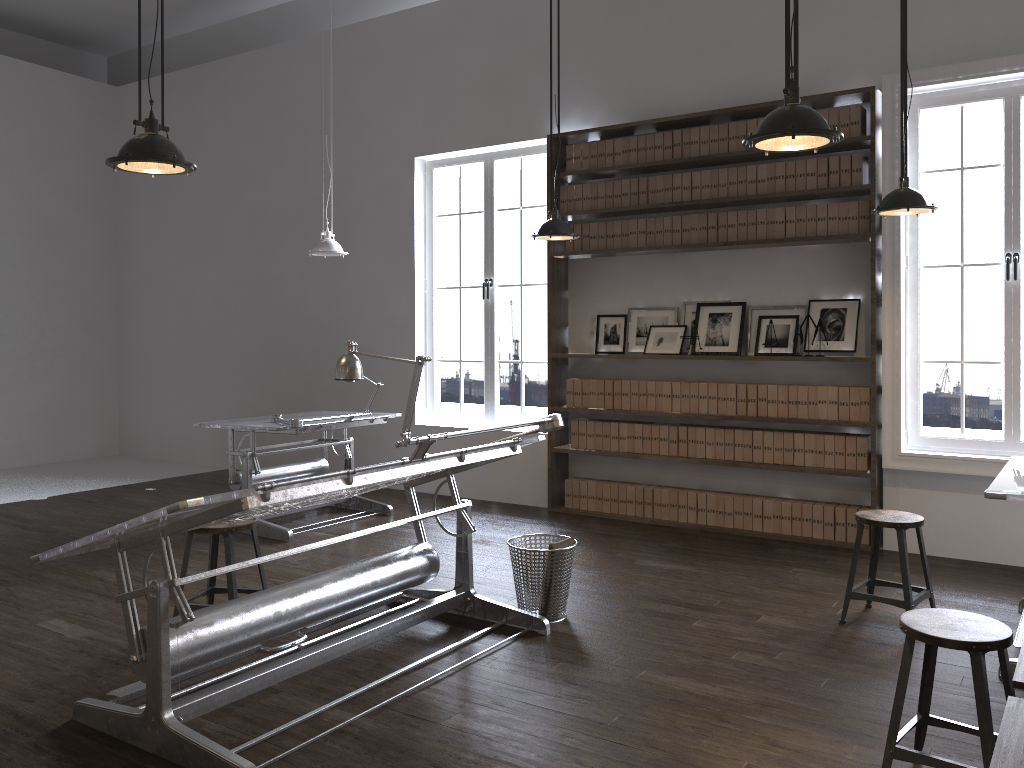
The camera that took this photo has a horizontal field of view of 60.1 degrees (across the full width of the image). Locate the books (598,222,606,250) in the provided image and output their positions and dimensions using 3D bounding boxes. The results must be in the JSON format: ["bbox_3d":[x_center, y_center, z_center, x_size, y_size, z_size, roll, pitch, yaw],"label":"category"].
[{"bbox_3d":[0.747,-1.151,6.951,0.067,0.225,0.174,0,1,34],"label":"books"}]

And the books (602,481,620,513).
[{"bbox_3d":[0.777,0.883,6.933,0.067,0.226,0.174,0,1,34],"label":"books"}]

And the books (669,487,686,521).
[{"bbox_3d":[1.241,0.899,6.622,0.067,0.226,0.174,0,1,34],"label":"books"}]

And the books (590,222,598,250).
[{"bbox_3d":[0.686,-1.152,6.986,0.067,0.225,0.174,0,1,34],"label":"books"}]

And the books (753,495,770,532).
[{"bbox_3d":[1.767,0.916,6.273,0.067,0.226,0.174,0,1,34],"label":"books"}]

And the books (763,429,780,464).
[{"bbox_3d":[1.829,0.437,6.231,0.067,0.225,0.174,0,1,34],"label":"books"}]

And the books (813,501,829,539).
[{"bbox_3d":[2.109,0.928,6.045,0.067,0.225,0.174,0,1,34],"label":"books"}]

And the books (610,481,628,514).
[{"bbox_3d":[0.837,0.884,6.900,0.067,0.225,0.174,0,1,34],"label":"books"}]

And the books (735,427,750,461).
[{"bbox_3d":[1.657,0.431,6.347,0.067,0.225,0.174,0,1,34],"label":"books"}]

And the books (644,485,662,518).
[{"bbox_3d":[1.073,0.893,6.736,0.067,0.226,0.174,0,1,34],"label":"books"}]

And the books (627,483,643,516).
[{"bbox_3d":[0.952,0.889,6.818,0.067,0.225,0.174,0,1,34],"label":"books"}]

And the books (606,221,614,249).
[{"bbox_3d":[0.806,-1.149,6.911,0.067,0.225,0.174,0,1,34],"label":"books"}]

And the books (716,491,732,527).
[{"bbox_3d":[1.539,0.908,6.429,0.067,0.225,0.174,0,1,34],"label":"books"}]

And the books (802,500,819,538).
[{"bbox_3d":[2.052,0.926,6.088,0.067,0.225,0.174,0,1,34],"label":"books"}]

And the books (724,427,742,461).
[{"bbox_3d":[1.595,0.428,6.390,0.067,0.225,0.174,0,1,34],"label":"books"}]

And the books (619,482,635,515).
[{"bbox_3d":[0.896,0.886,6.861,0.067,0.225,0.174,0,1,34],"label":"books"}]

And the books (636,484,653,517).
[{"bbox_3d":[1.014,0.890,6.782,0.067,0.225,0.174,0,1,34],"label":"books"}]

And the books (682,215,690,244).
[{"bbox_3d":[1.321,-1.130,6.559,0.067,0.226,0.174,0,1,34],"label":"books"}]

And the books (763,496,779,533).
[{"bbox_3d":[1.828,0.918,6.234,0.067,0.225,0.174,0,1,34],"label":"books"}]

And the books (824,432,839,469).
[{"bbox_3d":[2.170,0.449,6.000,0.067,0.226,0.174,0,1,34],"label":"books"}]

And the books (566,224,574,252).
[{"bbox_3d":[0.505,-1.159,7.113,0.067,0.225,0.174,0,1,34],"label":"books"}]

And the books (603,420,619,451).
[{"bbox_3d":[0.781,0.401,6.934,0.067,0.225,0.174,0,1,34],"label":"books"}]

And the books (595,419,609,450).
[{"bbox_3d":[0.724,0.399,6.974,0.067,0.225,0.174,0,1,34],"label":"books"}]

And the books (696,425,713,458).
[{"bbox_3d":[1.416,0.423,6.503,0.067,0.225,0.174,0,1,34],"label":"books"}]

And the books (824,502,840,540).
[{"bbox_3d":[2.171,0.930,6.009,0.067,0.225,0.174,0,1,34],"label":"books"}]

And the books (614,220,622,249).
[{"bbox_3d":[0.858,-1.146,6.869,0.067,0.226,0.174,0,1,34],"label":"books"}]

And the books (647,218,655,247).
[{"bbox_3d":[1.088,-1.139,6.722,0.067,0.225,0.174,0,1,34],"label":"books"}]

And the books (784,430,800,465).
[{"bbox_3d":[1.946,0.440,6.155,0.067,0.225,0.174,0,1,34],"label":"books"}]

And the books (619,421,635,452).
[{"bbox_3d":[0.898,0.405,6.853,0.067,0.225,0.174,0,1,34],"label":"books"}]

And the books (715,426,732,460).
[{"bbox_3d":[1.538,0.426,6.430,0.067,0.225,0.174,0,1,34],"label":"books"}]

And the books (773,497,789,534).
[{"bbox_3d":[1.881,0.920,6.200,0.067,0.225,0.174,0,1,34],"label":"books"}]

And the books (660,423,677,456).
[{"bbox_3d":[1.179,0.414,6.664,0.067,0.225,0.174,0,1,34],"label":"books"}]

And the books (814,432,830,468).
[{"bbox_3d":[2.117,0.446,6.040,0.067,0.225,0.174,0,1,34],"label":"books"}]

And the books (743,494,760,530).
[{"bbox_3d":[1.710,0.914,6.315,0.067,0.225,0.174,0,1,34],"label":"books"}]

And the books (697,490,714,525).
[{"bbox_3d":[1.424,0.905,6.502,0.067,0.226,0.174,0,1,34],"label":"books"}]

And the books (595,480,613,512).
[{"bbox_3d":[0.724,0.880,6.974,0.067,0.225,0.174,0,1,34],"label":"books"}]

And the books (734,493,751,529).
[{"bbox_3d":[1.653,0.912,6.355,0.067,0.225,0.174,0,1,34],"label":"books"}]

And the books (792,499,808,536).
[{"bbox_3d":[1.993,0.924,6.127,0.067,0.225,0.174,0,1,34],"label":"books"}]

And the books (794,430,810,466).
[{"bbox_3d":[2.003,0.443,6.113,0.067,0.226,0.174,0,1,34],"label":"books"}]

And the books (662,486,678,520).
[{"bbox_3d":[1.191,0.896,6.661,0.067,0.225,0.174,0,1,34],"label":"books"}]

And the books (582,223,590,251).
[{"bbox_3d":[0.629,-1.155,7.030,0.067,0.225,0.174,0,1,34],"label":"books"}]

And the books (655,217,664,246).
[{"bbox_3d":[1.147,-1.137,6.684,0.067,0.225,0.174,0,1,34],"label":"books"}]

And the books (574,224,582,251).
[{"bbox_3d":[0.564,-1.157,7.067,0.067,0.226,0.174,0,1,34],"label":"books"}]

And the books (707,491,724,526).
[{"bbox_3d":[1.486,0.907,6.463,0.067,0.225,0.174,0,1,34],"label":"books"}]

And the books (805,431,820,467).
[{"bbox_3d":[2.064,0.445,6.074,0.067,0.225,0.174,0,1,34],"label":"books"}]

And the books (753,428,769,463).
[{"bbox_3d":[1.767,0.435,6.268,0.067,0.225,0.174,0,1,34],"label":"books"}]

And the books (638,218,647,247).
[{"bbox_3d":[1.027,-1.141,6.757,0.067,0.226,0.174,0,1,34],"label":"books"}]

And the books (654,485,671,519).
[{"bbox_3d":[1.138,0.895,6.700,0.067,0.225,0.174,0,1,34],"label":"books"}]

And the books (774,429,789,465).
[{"bbox_3d":[1.889,0.438,6.195,0.067,0.225,0.174,0,1,34],"label":"books"}]

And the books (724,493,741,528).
[{"bbox_3d":[1.592,0.911,6.388,0.067,0.226,0.174,0,1,34],"label":"books"}]

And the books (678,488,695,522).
[{"bbox_3d":[1.301,0.901,6.582,0.067,0.225,0.174,0,1,34],"label":"books"}]

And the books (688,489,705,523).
[{"bbox_3d":[1.363,0.903,6.545,0.067,0.225,0.174,0,1,34],"label":"books"}]

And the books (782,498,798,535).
[{"bbox_3d":[1.934,0.922,6.159,0.067,0.226,0.174,0,1,34],"label":"books"}]

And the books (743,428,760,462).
[{"bbox_3d":[1.707,0.433,6.309,0.067,0.226,0.174,0,1,34],"label":"books"}]

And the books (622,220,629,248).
[{"bbox_3d":[0.917,-1.145,6.835,0.067,0.225,0.174,0,1,34],"label":"books"}]
